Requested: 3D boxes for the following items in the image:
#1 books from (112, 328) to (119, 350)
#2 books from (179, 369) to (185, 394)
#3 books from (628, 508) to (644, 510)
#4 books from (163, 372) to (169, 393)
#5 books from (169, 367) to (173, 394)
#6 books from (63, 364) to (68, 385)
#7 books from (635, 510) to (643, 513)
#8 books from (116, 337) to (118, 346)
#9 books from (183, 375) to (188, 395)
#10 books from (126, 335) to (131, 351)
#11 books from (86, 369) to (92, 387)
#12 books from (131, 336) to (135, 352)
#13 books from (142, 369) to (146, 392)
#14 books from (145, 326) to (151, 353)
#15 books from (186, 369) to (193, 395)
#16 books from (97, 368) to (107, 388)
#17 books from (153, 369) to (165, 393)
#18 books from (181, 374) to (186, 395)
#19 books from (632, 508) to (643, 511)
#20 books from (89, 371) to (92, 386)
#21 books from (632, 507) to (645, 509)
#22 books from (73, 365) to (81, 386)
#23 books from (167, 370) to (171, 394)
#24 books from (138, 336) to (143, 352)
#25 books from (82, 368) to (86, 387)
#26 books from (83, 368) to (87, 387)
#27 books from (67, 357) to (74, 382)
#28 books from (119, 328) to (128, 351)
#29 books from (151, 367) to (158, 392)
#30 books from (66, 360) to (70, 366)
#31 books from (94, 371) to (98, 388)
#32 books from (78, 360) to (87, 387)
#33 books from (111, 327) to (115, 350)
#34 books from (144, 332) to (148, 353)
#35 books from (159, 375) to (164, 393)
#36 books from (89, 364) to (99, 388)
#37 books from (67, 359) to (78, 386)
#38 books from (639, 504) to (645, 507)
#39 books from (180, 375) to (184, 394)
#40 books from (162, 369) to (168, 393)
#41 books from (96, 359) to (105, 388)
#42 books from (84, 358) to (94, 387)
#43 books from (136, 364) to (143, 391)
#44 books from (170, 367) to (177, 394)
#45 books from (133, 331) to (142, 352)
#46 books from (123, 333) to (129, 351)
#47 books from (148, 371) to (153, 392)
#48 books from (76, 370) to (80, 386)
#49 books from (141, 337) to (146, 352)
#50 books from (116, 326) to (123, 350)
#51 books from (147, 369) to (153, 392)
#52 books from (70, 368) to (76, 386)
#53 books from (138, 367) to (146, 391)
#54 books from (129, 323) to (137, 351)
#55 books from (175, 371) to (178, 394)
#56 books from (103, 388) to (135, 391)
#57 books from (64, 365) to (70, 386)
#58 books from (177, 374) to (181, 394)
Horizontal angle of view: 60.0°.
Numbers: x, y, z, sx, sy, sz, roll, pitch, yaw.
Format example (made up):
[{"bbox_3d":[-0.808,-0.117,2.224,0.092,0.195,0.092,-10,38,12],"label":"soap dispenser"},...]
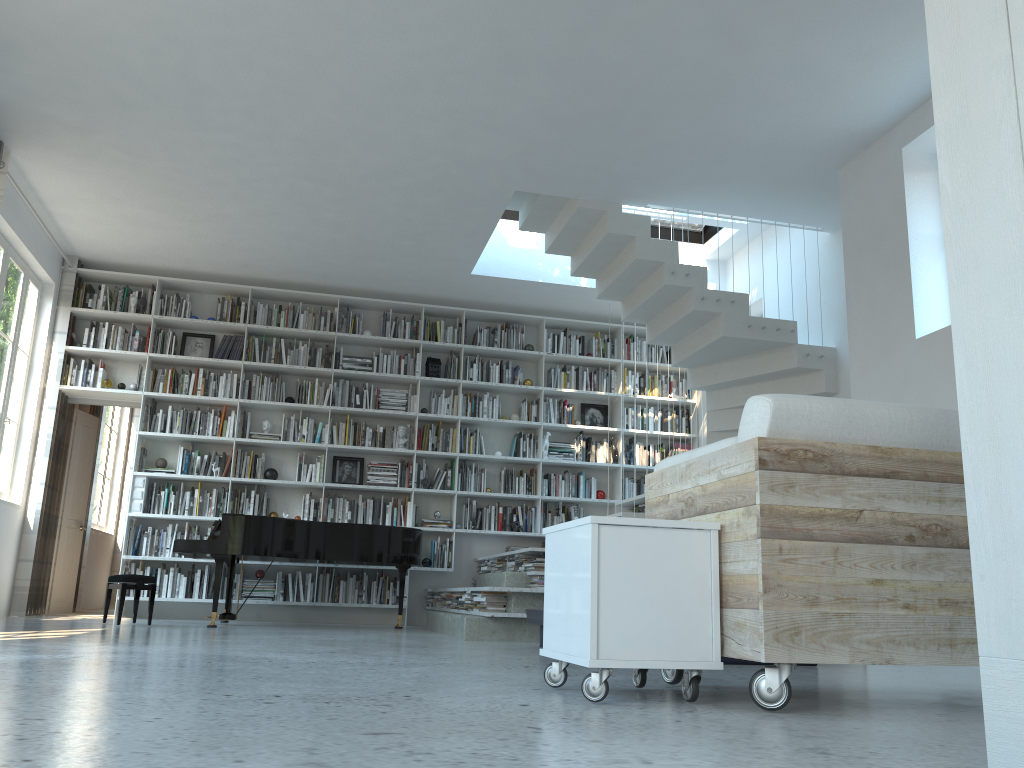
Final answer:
[{"bbox_3d":[-3.714,-0.387,8.327,0.021,0.243,0.174,5,-14,-12],"label":"books"},{"bbox_3d":[-3.126,0.008,8.394,0.012,0.276,0.151,5,-14,-12],"label":"books"},{"bbox_3d":[1.195,1.148,8.119,0.198,0.006,0.189,6,-14,-16],"label":"books"},{"bbox_3d":[-3.246,0.018,8.353,0.030,0.229,0.172,5,-14,-12],"label":"books"},{"bbox_3d":[-3.209,-0.003,8.369,0.020,0.280,0.165,5,-14,-12],"label":"books"},{"bbox_3d":[-4.098,-0.055,8.161,0.013,0.227,0.179,5,-14,-12],"label":"books"},{"bbox_3d":[1.218,1.172,8.119,0.140,0.022,0.181,7,-14,-19],"label":"books"},{"bbox_3d":[-3.706,-0.373,8.357,0.011,0.230,0.135,5,-14,-12],"label":"books"},{"bbox_3d":[-3.079,0.038,8.386,0.031,0.216,0.173,5,-14,-12],"label":"books"},{"bbox_3d":[-3.604,-0.349,8.370,0.029,0.197,0.144,5,-14,-12],"label":"books"},{"bbox_3d":[-3.899,-0.021,8.203,0.024,0.192,0.181,5,-14,-12],"label":"books"},{"bbox_3d":[-3.562,-0.340,8.369,0.031,0.182,0.151,5,-14,-12],"label":"books"},{"bbox_3d":[-3.414,-0.001,8.286,0.021,0.224,0.232,5,-14,-12],"label":"books"},{"bbox_3d":[-3.441,-0.386,8.402,0.014,0.293,0.173,5,-14,-12],"label":"books"},{"bbox_3d":[-3.057,0.014,8.402,0.014,0.272,0.181,5,-14,-12],"label":"books"},{"bbox_3d":[-3.798,-0.024,8.216,0.029,0.210,0.187,5,-14,-12],"label":"books"},{"bbox_3d":[-3.329,0.000,8.350,0.062,0.257,0.153,5,-14,-12],"label":"books"},{"bbox_3d":[-3.101,0.032,8.389,0.011,0.228,0.170,5,-14,-12],"label":"books"},{"bbox_3d":[1.212,1.157,8.121,0.160,0.009,0.208,6,-14,-16],"label":"books"},{"bbox_3d":[-3.883,-0.038,8.217,0.010,0.233,0.165,5,-14,-12],"label":"books"},{"bbox_3d":[1.215,1.141,8.125,0.161,0.012,0.195,6,-14,-15],"label":"books"},{"bbox_3d":[-4.011,-0.044,8.180,0.010,0.219,0.181,5,-14,-12],"label":"books"},{"bbox_3d":[-3.224,0.009,8.359,0.014,0.252,0.187,5,-14,-12],"label":"books"},{"bbox_3d":[-3.505,-0.340,8.390,0.029,0.195,0.146,5,-14,-12],"label":"books"},{"bbox_3d":[-3.950,-0.030,8.218,0.023,0.213,0.141,5,-14,-12],"label":"books"},{"bbox_3d":[-3.929,-0.029,8.201,0.011,0.205,0.163,5,-14,-12],"label":"books"},{"bbox_3d":[-4.076,-0.084,8.198,0.013,0.302,0.135,5,-13,-12],"label":"books"},{"bbox_3d":[-3.653,-0.386,8.339,0.030,0.250,0.166,5,-14,-12],"label":"books"},{"bbox_3d":[-3.361,-0.009,8.327,0.012,0.262,0.180,5,-14,-12],"label":"books"},{"bbox_3d":[-4.106,-0.080,8.153,0.011,0.272,0.189,5,-14,-12],"label":"books"},{"bbox_3d":[-3.847,-0.010,8.236,0.029,0.191,0.135,5,-14,-12],"label":"books"},{"bbox_3d":[-3.968,-0.068,8.205,0.022,0.281,0.157,5,-14,-12],"label":"books"},{"bbox_3d":[-3.730,-0.391,8.323,0.012,0.248,0.192,5,-14,-12],"label":"books"},{"bbox_3d":[-3.459,-0.356,8.404,0.014,0.235,0.144,5,-14,-12],"label":"books"},{"bbox_3d":[-3.282,0.029,8.330,0.026,0.194,0.176,5,-14,-12],"label":"books"},{"bbox_3d":[-3.862,-0.043,8.197,0.021,0.236,0.189,5,-14,-12],"label":"books"},{"bbox_3d":[-4.054,-0.077,8.178,0.023,0.281,0.171,5,-14,-12],"label":"books"},{"bbox_3d":[1.254,1.086,7.911,0.177,0.014,0.194,6,-14,-18],"label":"books"},{"bbox_3d":[-3.112,0.035,8.379,0.014,0.217,0.164,5,-14,-12],"label":"books"},{"bbox_3d":[-3.267,0.002,8.356,0.010,0.262,0.151,5,-14,-12],"label":"books"},{"bbox_3d":[-3.821,-0.065,8.234,0.013,0.298,0.179,5,-14,-12],"label":"books"},{"bbox_3d":[-3.912,-0.076,8.197,0.013,0.296,0.187,5,-14,-12],"label":"books"},{"bbox_3d":[-3.488,-0.029,8.306,0.012,0.284,0.160,5,-14,-12],"label":"books"},{"bbox_3d":[-3.191,-0.002,8.362,0.011,0.276,0.164,5,-14,-12],"label":"books"},{"bbox_3d":[-3.526,-0.365,8.360,0.029,0.228,0.191,5,-14,-12],"label":"books"},{"bbox_3d":[-3.630,-0.361,8.358,0.028,0.211,0.139,5,-14,-12],"label":"books"},{"bbox_3d":[-3.380,0.006,8.328,0.022,0.232,0.151,5,-14,-12],"label":"books"},{"bbox_3d":[-3.998,-0.019,8.204,0.029,0.184,0.135,5,-14,-12],"label":"books"},{"bbox_3d":[-3.475,-0.337,8.381,0.026,0.187,0.154,5,-14,-12],"label":"books"},{"bbox_3d":[-3.680,-0.393,8.334,0.025,0.260,0.167,5,-14,-12],"label":"books"},{"bbox_3d":[-3.398,-0.003,8.335,0.012,0.253,0.161,5,-14,-12],"label":"books"},{"bbox_3d":[-4.032,-0.032,8.181,0.029,0.196,0.161,5,-14,-12],"label":"books"},{"bbox_3d":[-3.466,-0.014,8.331,0.044,0.268,0.134,5,-13,-12],"label":"books"},{"bbox_3d":[-3.577,-0.404,8.363,0.012,0.302,0.189,5,-14,-12],"label":"books"},{"bbox_3d":[-3.167,0.018,8.381,0.047,0.249,0.134,5,-14,-12],"label":"books"},{"bbox_3d":[-3.645,0.068,8.255,0.285,0.012,0.160,4,-14,-10],"label":"books"},{"bbox_3d":[-4.085,-0.051,8.164,0.013,0.221,0.163,5,-14,-12],"label":"books"},{"bbox_3d":[-3.140,0.030,8.390,0.012,0.230,0.150,5,-14,-12],"label":"books"}]
